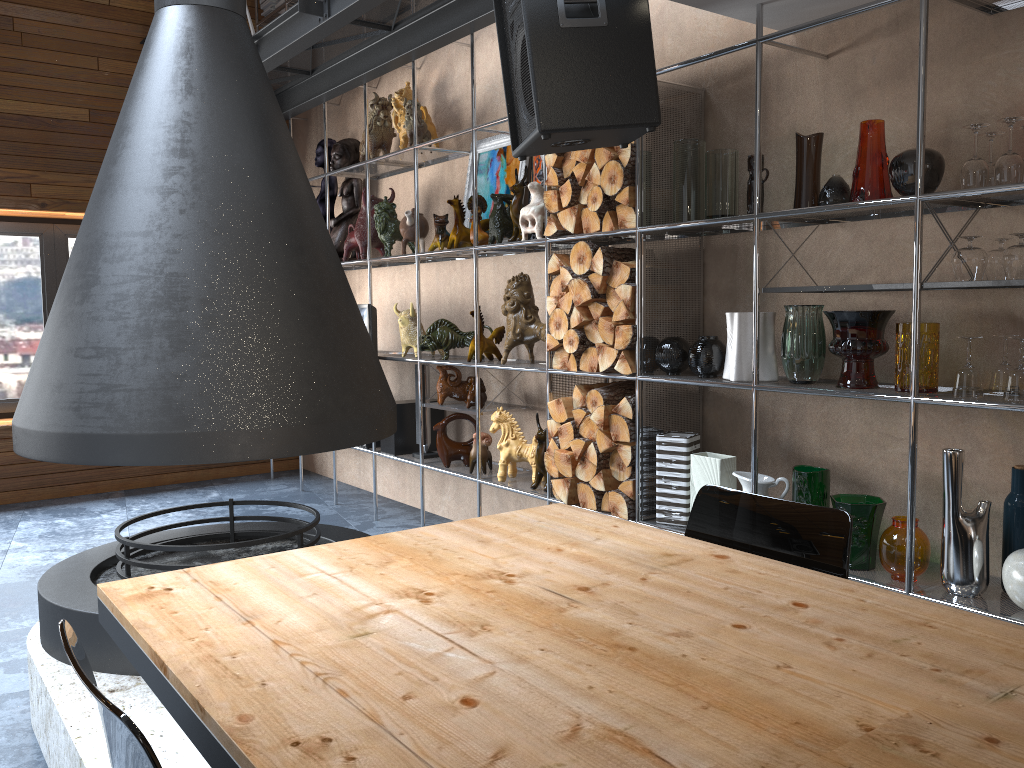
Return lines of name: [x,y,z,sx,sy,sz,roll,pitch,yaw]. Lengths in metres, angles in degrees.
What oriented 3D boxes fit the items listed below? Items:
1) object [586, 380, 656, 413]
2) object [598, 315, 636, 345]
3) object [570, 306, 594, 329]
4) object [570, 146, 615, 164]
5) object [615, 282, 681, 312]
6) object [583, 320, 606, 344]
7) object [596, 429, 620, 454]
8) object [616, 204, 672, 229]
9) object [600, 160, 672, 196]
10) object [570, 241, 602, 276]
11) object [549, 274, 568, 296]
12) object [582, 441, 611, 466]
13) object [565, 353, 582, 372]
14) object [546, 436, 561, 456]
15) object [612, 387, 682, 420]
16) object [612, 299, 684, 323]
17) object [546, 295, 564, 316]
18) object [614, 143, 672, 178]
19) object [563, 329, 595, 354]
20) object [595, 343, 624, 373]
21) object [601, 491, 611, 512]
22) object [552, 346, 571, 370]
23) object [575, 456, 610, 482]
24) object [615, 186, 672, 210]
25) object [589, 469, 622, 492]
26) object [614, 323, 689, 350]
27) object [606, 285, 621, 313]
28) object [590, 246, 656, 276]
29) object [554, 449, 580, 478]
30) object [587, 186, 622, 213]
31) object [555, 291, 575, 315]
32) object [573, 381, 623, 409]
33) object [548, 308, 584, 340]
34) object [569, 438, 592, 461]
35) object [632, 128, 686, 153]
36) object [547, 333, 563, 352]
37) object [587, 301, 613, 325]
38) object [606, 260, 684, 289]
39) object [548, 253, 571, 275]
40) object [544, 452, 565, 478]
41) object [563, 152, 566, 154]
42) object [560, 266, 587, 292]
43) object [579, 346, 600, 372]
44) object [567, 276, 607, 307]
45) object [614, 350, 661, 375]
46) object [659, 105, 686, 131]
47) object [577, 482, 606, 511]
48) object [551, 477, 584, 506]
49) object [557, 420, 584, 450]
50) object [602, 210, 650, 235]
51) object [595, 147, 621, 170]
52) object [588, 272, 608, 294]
object: [0.459,0.046,3.771,0.312,0.150,0.140,-5,6,-40]
object: [0.499,-0.232,3.654,0.329,0.135,0.095,-5,6,-40]
object: [0.407,-0.290,3.778,0.331,0.110,0.101,-4,6,-34]
object: [0.413,-0.955,3.663,0.322,0.128,0.164,-4,6,-35]
object: [0.550,-0.352,3.563,0.308,0.120,0.097,-5,6,-40]
object: [0.451,-0.223,3.749,0.288,0.118,0.147,-5,6,-40]
object: [0.513,0.229,3.683,0.329,0.107,0.128,-4,6,-36]
object: [0.562,-0.664,3.554,0.287,0.112,0.126,-4,6,-35]
object: [0.504,-0.812,3.548,0.286,0.143,0.143,-4,6,-35]
object: [0.398,-0.520,3.724,0.312,0.150,0.140,-5,6,-40]
object: [0.319,-0.428,3.903,0.299,0.114,0.135,-4,6,-38]
object: [0.456,0.282,3.754,0.331,0.110,0.101,-4,6,-34]
object: [0.375,-0.103,3.858,0.303,0.095,0.087,-4,6,-36]
object: [0.305,0.255,3.959,0.331,0.110,0.107,-4,6,-38]
object: [0.550,0.073,3.612,0.308,0.107,0.121,-5,6,-40]
object: [0.558,-0.286,3.572,0.331,0.110,0.107,-4,6,-38]
object: [0.299,-0.330,3.913,0.310,0.121,0.111,-4,6,-37]
object: [0.550,-0.873,3.513,0.310,0.121,0.111,-4,6,-35]
object: [0.363,-0.184,3.805,0.312,0.110,0.103,-5,6,-39]
object: [0.526,-0.108,3.675,0.362,0.131,0.154,-4,6,-35]
object: [0.511,0.477,3.719,0.303,0.095,0.087,-4,6,-36]
object: [0.327,-0.119,3.932,0.287,0.112,0.126,-4,6,-36]
object: [0.413,0.344,3.794,0.288,0.118,0.147,-5,6,-40]
object: [0.553,-0.730,3.518,0.303,0.088,0.095,-4,6,-34]
object: [0.476,0.386,3.735,0.330,0.098,0.103,-4,6,-39]
object: [0.566,-0.191,3.566,0.321,0.109,0.110,-4,6,-35]
object: [0.521,-0.348,3.639,0.290,0.153,0.112,-4,6,-39]
object: [0.452,-0.500,3.642,0.289,0.121,0.107,-4,6,-35]
object: [0.355,0.322,3.894,0.374,0.131,0.115,-5,6,-40]
object: [0.457,-0.744,3.621,0.312,0.110,0.103,-4,6,-32]
object: [0.349,-0.353,3.840,0.329,0.107,0.128,-4,6,-36]
object: [0.406,0.053,3.854,0.289,0.121,0.107,-4,6,-35]
object: [0.313,-0.262,3.865,0.286,0.143,0.143,-4,6,-36]
object: [0.396,0.265,3.809,0.330,0.098,0.107,-5,6,-40]
object: [0.554,-0.973,3.526,0.299,0.114,0.135,-4,6,-34]
object: [0.294,-0.187,3.929,0.303,0.088,0.095,-4,6,-38]
object: [0.467,-0.299,3.721,0.330,0.098,0.107,-5,6,-40]
object: [0.541,-0.441,3.595,0.299,0.119,0.151,-4,6,-33]
object: [0.308,-0.517,3.885,0.308,0.107,0.121,-5,6,-40]
object: [0.299,0.348,3.980,0.321,0.109,0.110,-4,6,-35]
object: [0.304,-1.050,3.803,0.312,0.150,0.140,-4,6,-32]
object: [0.374,-0.452,3.816,0.362,0.115,0.098,-4,6,-37]
object: [0.439,-0.110,3.768,0.299,0.114,0.135,-4,6,-38]
object: [0.404,-0.387,3.730,0.322,0.128,0.164,-4,6,-37]
object: [0.564,-0.097,3.581,0.330,0.105,0.107,-4,6,-38]
object: [0.539,-1.062,3.513,0.308,0.107,0.121,-4,6,-32]
object: [0.428,0.458,3.793,0.299,0.114,0.135,-4,6,-38]
object: [0.358,0.445,3.898,0.362,0.131,0.154,-4,6,-35]
object: [0.340,0.204,3.883,0.290,0.153,0.112,-4,6,-39]
object: [0.505,-0.659,3.624,0.303,0.095,0.087,-4,6,-36]
object: [0.498,-0.907,3.581,0.329,0.107,0.128,-4,6,-36]
object: [0.458,-0.419,3.673,0.303,0.090,0.098,-4,6,-37]
